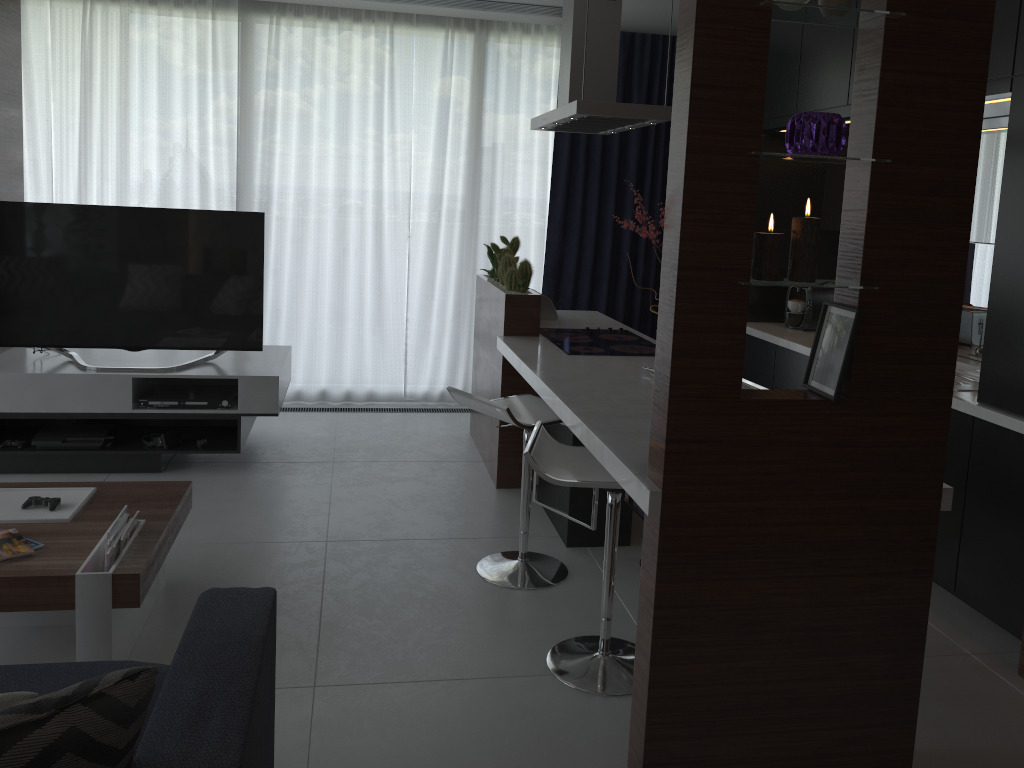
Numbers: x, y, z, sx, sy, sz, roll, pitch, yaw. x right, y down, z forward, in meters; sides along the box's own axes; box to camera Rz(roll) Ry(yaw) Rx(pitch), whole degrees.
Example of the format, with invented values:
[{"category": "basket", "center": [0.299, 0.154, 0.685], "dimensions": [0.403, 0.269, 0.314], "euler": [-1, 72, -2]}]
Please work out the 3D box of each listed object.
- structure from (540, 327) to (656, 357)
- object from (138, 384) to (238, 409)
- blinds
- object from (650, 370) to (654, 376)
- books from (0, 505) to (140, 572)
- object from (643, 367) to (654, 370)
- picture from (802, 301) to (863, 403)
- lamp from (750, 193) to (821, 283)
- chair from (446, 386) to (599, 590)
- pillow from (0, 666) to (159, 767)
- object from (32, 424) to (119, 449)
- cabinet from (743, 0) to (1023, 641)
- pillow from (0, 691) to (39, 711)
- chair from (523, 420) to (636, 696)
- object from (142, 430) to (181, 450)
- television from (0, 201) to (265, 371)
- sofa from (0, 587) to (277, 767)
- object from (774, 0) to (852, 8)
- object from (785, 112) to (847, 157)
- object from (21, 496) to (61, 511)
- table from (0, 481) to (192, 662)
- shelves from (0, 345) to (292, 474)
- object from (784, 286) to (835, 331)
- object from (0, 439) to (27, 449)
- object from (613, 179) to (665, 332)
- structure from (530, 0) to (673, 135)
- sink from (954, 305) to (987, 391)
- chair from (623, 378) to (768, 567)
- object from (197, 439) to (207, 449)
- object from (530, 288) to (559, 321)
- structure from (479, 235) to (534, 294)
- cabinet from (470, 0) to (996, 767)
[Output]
[{"category": "structure", "center": [0.422, -0.193, 4.219], "dimensions": [0.504, 0.056, 0.775], "euler": [1, 12, -10]}, {"category": "object", "center": [-1.602, 0.064, 4.415], "dimensions": [0.430, 0.052, 0.340], "euler": [1, 12, -10]}, {"category": "blinds", "center": [-1.237, -0.519, 2.334], "dimensions": [5.796, 2.738, 7.238], "euler": [1, 11, -7]}, {"category": "object", "center": [0.651, -0.027, 3.395], "dimensions": [0.239, 0.019, 0.241], "euler": [-6, 15, -37]}, {"category": "books", "center": [1.842, 0.306, 4.512], "dimensions": [8.250, 0.368, 0.410], "euler": [-4, 12, -31]}, {"category": "object", "center": [0.602, -0.042, 3.406], "dimensions": [0.026, 0.008, 0.251], "euler": [-7, 15, -40]}, {"category": "picture", "center": [0.770, -0.082, 2.135], "dimensions": [0.051, 0.219, 0.177], "euler": [2, 9, -7]}, {"category": "lamp", "center": [0.647, -0.347, 2.079], "dimensions": [0.153, 0.208, 0.078], "euler": [3, 8, 2]}, {"category": "chair", "center": [0.026, 0.368, 3.350], "dimensions": [0.465, 0.701, 0.400], "euler": [-4, 10, -37]}, {"category": "pillow", "center": [-0.760, 0.614, 1.291], "dimensions": [0.416, 0.381, 0.223], "euler": [-5, 11, -40]}, {"category": "object", "center": [-2.132, 0.251, 4.333], "dimensions": [0.314, 0.066, 0.318], "euler": [1, 12, -10]}, {"category": "cabinet", "center": [1.814, -0.698, 4.422], "dimensions": [0.705, 2.521, 3.527], "euler": [1, 10, -10]}, {"category": "pillow", "center": [-0.999, 0.626, 1.353], "dimensions": [0.333, 0.291, 0.418], "euler": [11, 13, 41]}, {"category": "chair", "center": [0.270, 0.515, 2.705], "dimensions": [0.464, 0.701, 0.401], "euler": [4, 8, 7]}, {"category": "object", "center": [-1.738, 0.263, 4.350], "dimensions": [0.184, 0.078, 0.118], "euler": [7, 11, 19]}, {"category": "television", "center": [-1.860, -0.481, 4.362], "dimensions": [1.229, 0.777, 0.301], "euler": [1, 8, -10]}, {"category": "sofa", "center": [-1.958, 0.653, 1.775], "dimensions": [2.871, 0.601, 1.926], "euler": [1, 12, -10]}, {"category": "object", "center": [0.681, -0.884, 1.989], "dimensions": [0.218, 0.085, 0.089], "euler": [-3, 11, -27]}, {"category": "object", "center": [0.702, -0.574, 2.042], "dimensions": [0.135, 0.096, 0.133], "euler": [8, 12, 29]}, {"category": "object", "center": [-1.527, 0.384, 2.875], "dimensions": [0.112, 0.036, 0.071], "euler": [3, 11, 3]}, {"category": "table", "center": [-1.496, 0.594, 2.773], "dimensions": [0.800, 0.348, 0.817], "euler": [1, 11, -10]}, {"category": "shelves", "center": [-2.379, 0.102, 4.557], "dimensions": [2.348, 0.493, 0.885], "euler": [1, 11, -10]}, {"category": "object", "center": [1.677, -0.462, 5.004], "dimensions": [0.269, 0.308, 0.217], "euler": [-1, 10, -25]}, {"category": "object", "center": [-2.370, 0.282, 4.206], "dimensions": [0.112, 0.036, 0.071], "euler": [3, 11, 3]}, {"category": "object", "center": [0.397, -0.171, 2.295], "dimensions": [0.388, 0.726, 0.200], "euler": [-2, 8, -29]}, {"category": "structure", "center": [0.427, -1.665, 4.385], "dimensions": [0.446, 0.750, 1.058], "euler": [1, 10, -10]}, {"category": "sink", "center": [1.900, -0.095, 3.877], "dimensions": [0.503, 0.486, 0.865], "euler": [1, 11, -10]}, {"category": "chair", "center": [0.733, 0.366, 3.445], "dimensions": [0.463, 0.732, 0.401], "euler": [1, 8, -15]}, {"category": "object", "center": [-1.519, 0.293, 4.332], "dimensions": [0.044, 0.043, 0.044], "euler": [1, 10, -10]}, {"category": "object", "center": [0.123, -0.455, 5.003], "dimensions": [0.222, 0.143, 0.349], "euler": [1, 11, -10]}, {"category": "structure", "center": [-0.035, -0.658, 4.727], "dimensions": [0.222, 0.282, 1.015], "euler": [2, 11, -8]}, {"category": "cabinet", "center": [0.447, -0.602, 3.650], "dimensions": [0.786, 2.520, 3.381], "euler": [1, 10, -10]}]
